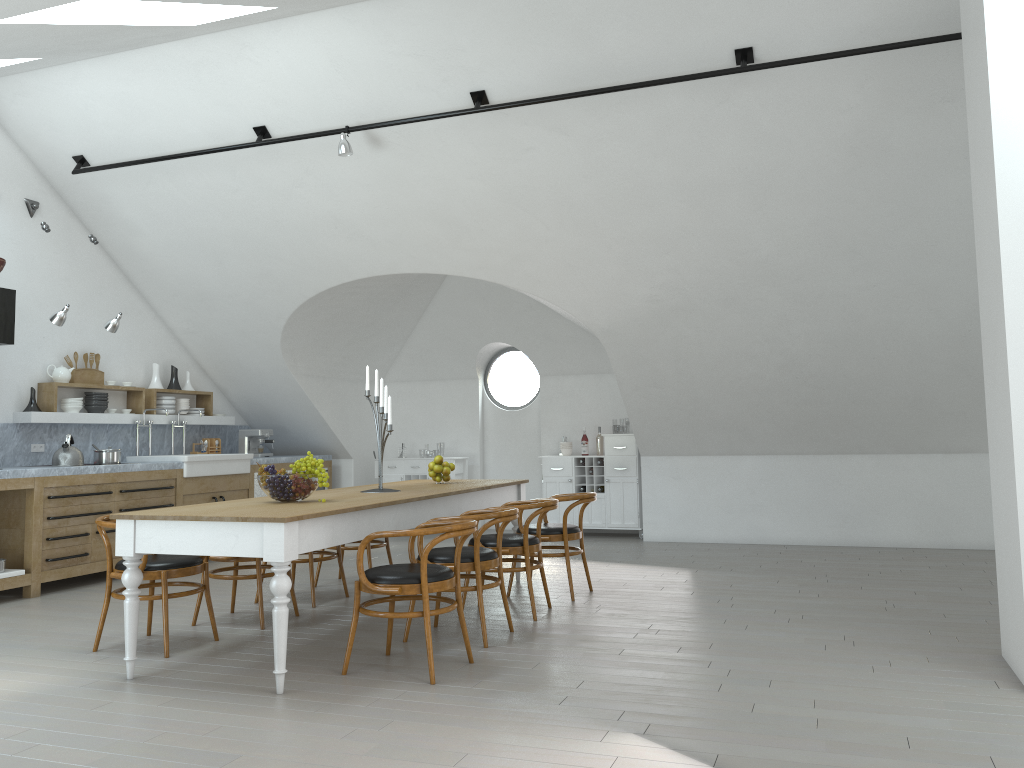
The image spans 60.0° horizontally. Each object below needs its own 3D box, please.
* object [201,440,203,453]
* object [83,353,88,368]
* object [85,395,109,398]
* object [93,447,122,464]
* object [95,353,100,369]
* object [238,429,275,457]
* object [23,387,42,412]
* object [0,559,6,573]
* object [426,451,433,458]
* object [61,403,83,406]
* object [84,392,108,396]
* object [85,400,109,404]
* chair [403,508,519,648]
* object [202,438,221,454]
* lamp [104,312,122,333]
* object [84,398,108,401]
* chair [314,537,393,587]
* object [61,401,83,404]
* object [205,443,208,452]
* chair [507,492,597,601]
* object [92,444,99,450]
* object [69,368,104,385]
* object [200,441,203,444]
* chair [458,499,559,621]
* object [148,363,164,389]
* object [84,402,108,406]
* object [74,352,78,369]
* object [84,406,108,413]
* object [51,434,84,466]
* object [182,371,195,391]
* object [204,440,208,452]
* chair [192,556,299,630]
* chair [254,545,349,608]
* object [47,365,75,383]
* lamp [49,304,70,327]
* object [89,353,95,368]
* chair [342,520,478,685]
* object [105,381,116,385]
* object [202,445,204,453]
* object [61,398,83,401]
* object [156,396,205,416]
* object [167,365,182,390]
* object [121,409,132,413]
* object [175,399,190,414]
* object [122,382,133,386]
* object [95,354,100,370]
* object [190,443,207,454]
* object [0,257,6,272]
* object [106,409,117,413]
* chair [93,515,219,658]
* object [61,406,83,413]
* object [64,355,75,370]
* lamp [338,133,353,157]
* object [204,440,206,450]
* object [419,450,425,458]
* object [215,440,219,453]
[{"bbox_3d":[-3.368,0.711,9.635,0.019,0.196,0.022,-2,-5,8],"label":"object"},{"bbox_3d":[-3.996,-0.146,8.324,0.040,0.300,0.061,-3,-5,18],"label":"object"},{"bbox_3d":[-3.920,0.144,8.364,0.205,0.084,0.205,2,-5,-42],"label":"object"},{"bbox_3d":[-3.554,0.641,7.867,0.232,0.171,0.393,-1,-4,0],"label":"object"},{"bbox_3d":[-3.946,-0.141,8.410,0.039,0.299,0.067,-3,-5,20],"label":"object"},{"bbox_3d":[-2.875,0.680,10.151,0.386,0.321,0.323,-2,-5,20],"label":"object"},{"bbox_3d":[-4.174,0.136,7.720,0.156,0.219,0.155,-1,-5,1],"label":"object"},{"bbox_3d":[-3.834,1.328,6.494,0.260,0.113,0.153,-2,-4,19],"label":"object"},{"bbox_3d":[-0.999,0.854,10.710,0.077,0.085,0.077,-2,-4,8],"label":"object"},{"bbox_3d":[-4.016,0.212,8.084,0.181,0.065,0.181,1,-4,-32],"label":"object"},{"bbox_3d":[-3.924,0.116,8.365,0.205,0.080,0.205,-2,-4,23],"label":"object"},{"bbox_3d":[-3.913,0.190,8.353,0.205,0.086,0.205,1,-4,-27],"label":"object"},{"bbox_3d":[-0.260,1.091,5.120,0.621,0.737,0.526,-3,-5,20],"label":"chair"},{"bbox_3d":[-3.330,0.711,9.827,0.104,0.223,0.200,-3,-5,20],"label":"object"},{"bbox_3d":[-3.432,-0.525,7.651,0.169,0.177,0.112,-2,-5,12],"label":"lamp"},{"bbox_3d":[-3.918,0.169,8.357,0.205,0.072,0.205,-1,-4,8],"label":"object"},{"bbox_3d":[-1.298,1.226,7.090,0.621,0.737,0.526,-2,-5,17],"label":"chair"},{"bbox_3d":[-4.015,0.189,8.089,0.181,0.069,0.181,-4,-5,37],"label":"object"},{"bbox_3d":[-3.335,0.721,9.656,0.044,0.179,0.019,-1,-5,5],"label":"object"},{"bbox_3d":[0.319,1.160,6.448,0.621,0.737,0.526,-3,-5,23],"label":"chair"},{"bbox_3d":[-3.613,0.612,7.806,0.236,0.167,0.051,-2,-5,15],"label":"object"},{"bbox_3d":[-3.985,-0.068,8.313,0.084,0.158,0.353,-3,-4,20],"label":"object"},{"bbox_3d":[-3.378,0.710,9.660,0.040,0.193,0.042,2,-6,-32],"label":"object"},{"bbox_3d":[0.005,1.126,5.795,0.621,0.737,0.526,-2,-5,15],"label":"chair"},{"bbox_3d":[-3.667,-0.078,9.134,0.156,0.269,0.156,-2,-5,9],"label":"object"},{"bbox_3d":[-3.918,0.218,8.350,0.205,0.086,0.205,1,-4,-32],"label":"object"},{"bbox_3d":[-4.037,-0.153,8.213,0.027,0.300,0.055,-3,-5,20],"label":"object"},{"bbox_3d":[-3.918,0.245,8.348,0.205,0.072,0.205,-1,-4,8],"label":"object"},{"bbox_3d":[-3.715,0.551,7.422,0.246,0.268,0.246,-3,-5,30],"label":"object"},{"bbox_3d":[-3.504,-0.029,9.590,0.156,0.219,0.155,-1,-5,1],"label":"object"},{"bbox_3d":[-3.332,0.708,9.643,0.040,0.193,0.042,2,-6,-33],"label":"object"},{"bbox_3d":[-1.750,1.152,5.715,0.621,0.737,0.526,-2,-5,17],"label":"chair"},{"bbox_3d":[-1.556,1.190,6.416,0.621,0.737,0.526,-3,-5,23],"label":"chair"},{"bbox_3d":[-4.084,-0.088,8.021,0.174,0.169,0.167,-1,-4,4],"label":"object"},{"bbox_3d":[-3.635,-0.550,7.111,0.164,0.178,0.115,-4,-6,38],"label":"lamp"},{"bbox_3d":[-3.965,-0.145,8.350,0.019,0.300,0.057,-3,-5,20],"label":"object"},{"bbox_3d":[-0.473,1.053,4.426,0.621,0.737,0.526,-3,-5,23],"label":"chair"},{"bbox_3d":[-3.876,-0.003,8.562,0.098,0.049,0.098,-2,-4,18],"label":"object"},{"bbox_3d":[-3.352,0.719,9.622,0.019,0.179,0.044,0,-5,-15],"label":"object"},{"bbox_3d":[-4.015,0.160,8.093,0.180,0.076,0.180,1,-4,-32],"label":"object"},{"bbox_3d":[-3.525,0.242,9.424,0.198,0.196,0.655,-3,-4,20],"label":"object"},{"bbox_3d":[-3.573,-0.065,9.379,0.156,0.269,0.156,-3,-5,24],"label":"object"},{"bbox_3d":[-3.800,0.275,8.732,0.098,0.049,0.098,-2,-4,18],"label":"object"},{"bbox_3d":[-3.502,0.239,9.417,0.157,0.160,0.154,3,-6,-42],"label":"object"},{"bbox_3d":[-3.802,0.008,8.762,0.098,0.049,0.098,-2,-4,18],"label":"object"},{"bbox_3d":[-3.950,-0.138,8.451,0.030,0.295,0.057,-3,-5,20],"label":"object"},{"bbox_3d":[-3.396,0.725,9.613,0.100,0.172,0.172,-3,-5,22],"label":"object"},{"bbox_3d":[-4.099,-0.849,6.811,0.366,0.237,0.347,-4,-5,37],"label":"object"},{"bbox_3d":[-3.866,0.266,8.552,0.098,0.049,0.098,-2,-4,18],"label":"object"},{"bbox_3d":[-2.057,1.118,5.057,0.621,0.737,0.526,-3,-5,20],"label":"chair"},{"bbox_3d":[-4.015,0.235,8.083,0.181,0.064,0.181,-4,-5,43],"label":"object"},{"bbox_3d":[-4.047,-0.137,8.176,0.016,0.259,0.199,-4,-5,30],"label":"object"},{"bbox_3d":[-1.264,-1.820,6.735,0.112,0.175,0.114,0,-5,-17],"label":"lamp"},{"bbox_3d":[-3.350,0.712,9.649,0.023,0.196,0.018,-2,-5,15],"label":"object"},{"bbox_3d":[-1.085,0.845,10.704,0.081,0.105,0.081,-4,-5,33],"label":"object"},{"bbox_3d":[-3.281,0.719,9.845,0.040,0.193,0.042,1,-5,-20],"label":"object"}]
